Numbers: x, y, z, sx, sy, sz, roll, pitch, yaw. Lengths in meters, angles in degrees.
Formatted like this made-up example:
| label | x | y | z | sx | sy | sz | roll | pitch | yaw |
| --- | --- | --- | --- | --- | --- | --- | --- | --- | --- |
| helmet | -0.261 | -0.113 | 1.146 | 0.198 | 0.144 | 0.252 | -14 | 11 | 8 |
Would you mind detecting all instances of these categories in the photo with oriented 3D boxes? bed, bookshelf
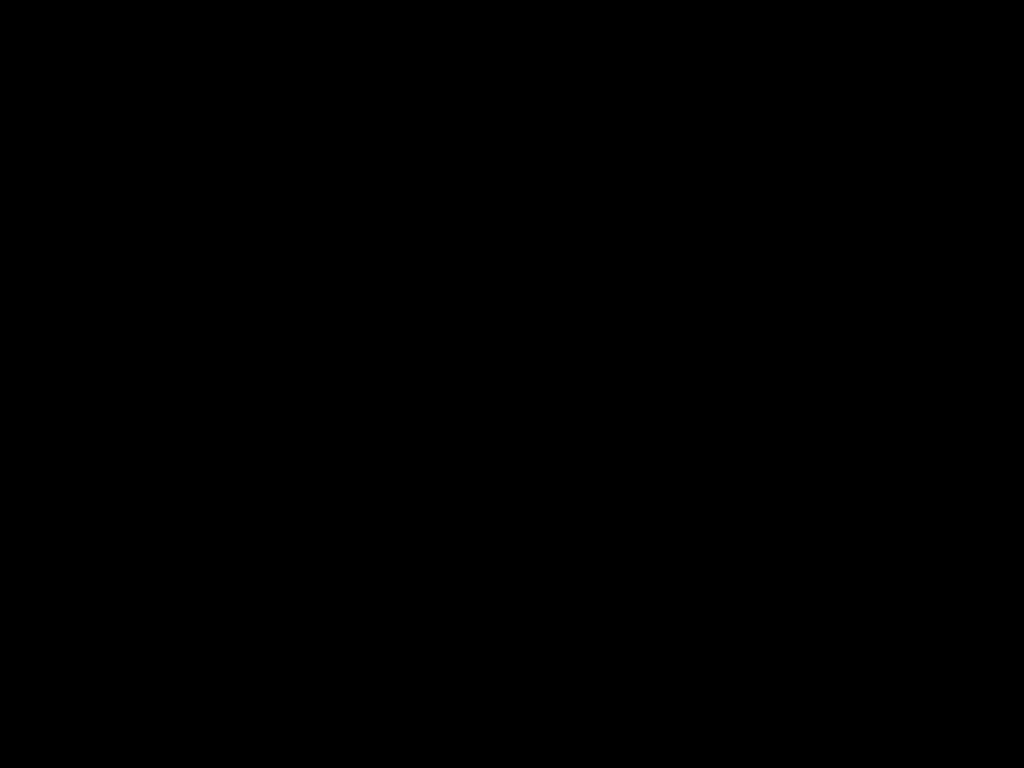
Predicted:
| label | x | y | z | sx | sy | sz | roll | pitch | yaw |
| --- | --- | --- | --- | --- | --- | --- | --- | --- | --- |
| bed | 0.928 | -0.369 | 0.606 | 3.009 | 0.994 | 2.087 | -5 | -2 | 21 |
| bookshelf | -0.748 | 0.107 | 1.252 | 0.643 | 0.303 | 1.495 | -5 | -2 | 21 |

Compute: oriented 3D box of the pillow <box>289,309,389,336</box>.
| label | x | y | z | sx | sy | sz | roll | pitch | yaw |
| --- | --- | --- | --- | --- | --- | --- | --- | --- | --- |
| pillow | -0.419 | -0.174 | 1.467 | 0.470 | 0.241 | 0.498 | -4 | -2 | -14 |
